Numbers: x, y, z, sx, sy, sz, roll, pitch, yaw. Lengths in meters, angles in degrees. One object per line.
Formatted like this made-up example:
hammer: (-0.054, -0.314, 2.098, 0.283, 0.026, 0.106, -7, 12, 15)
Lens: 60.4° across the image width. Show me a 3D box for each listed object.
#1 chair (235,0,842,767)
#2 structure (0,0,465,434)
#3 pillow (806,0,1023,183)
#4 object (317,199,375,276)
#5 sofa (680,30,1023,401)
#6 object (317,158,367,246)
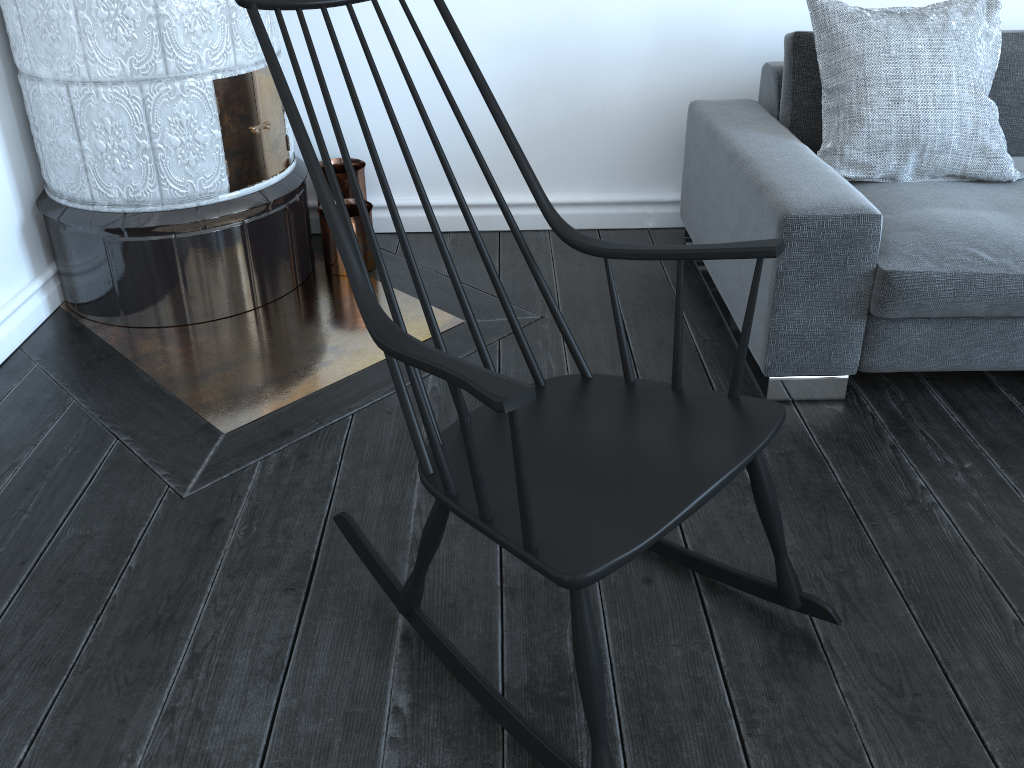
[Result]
chair: (0.024, -0.073, 1.350, 0.927, 0.959, 0.628, 24, 37, 38)
structure: (-0.853, -1.503, 2.036, 1.299, 2.756, 0.797, 24, 35, 39)
pillow: (1.811, -0.805, 2.378, 2.054, 0.470, 0.502, 1, 28, 4)
object: (-0.520, -0.464, 2.790, 0.174, 0.190, 0.180, -6, 29, -9)
sofa: (1.750, -0.544, 2.380, 2.372, 0.691, 1.138, -1, 29, -1)
object: (-0.564, -0.593, 2.935, 0.173, 0.268, 0.184, -1, 28, 0)
